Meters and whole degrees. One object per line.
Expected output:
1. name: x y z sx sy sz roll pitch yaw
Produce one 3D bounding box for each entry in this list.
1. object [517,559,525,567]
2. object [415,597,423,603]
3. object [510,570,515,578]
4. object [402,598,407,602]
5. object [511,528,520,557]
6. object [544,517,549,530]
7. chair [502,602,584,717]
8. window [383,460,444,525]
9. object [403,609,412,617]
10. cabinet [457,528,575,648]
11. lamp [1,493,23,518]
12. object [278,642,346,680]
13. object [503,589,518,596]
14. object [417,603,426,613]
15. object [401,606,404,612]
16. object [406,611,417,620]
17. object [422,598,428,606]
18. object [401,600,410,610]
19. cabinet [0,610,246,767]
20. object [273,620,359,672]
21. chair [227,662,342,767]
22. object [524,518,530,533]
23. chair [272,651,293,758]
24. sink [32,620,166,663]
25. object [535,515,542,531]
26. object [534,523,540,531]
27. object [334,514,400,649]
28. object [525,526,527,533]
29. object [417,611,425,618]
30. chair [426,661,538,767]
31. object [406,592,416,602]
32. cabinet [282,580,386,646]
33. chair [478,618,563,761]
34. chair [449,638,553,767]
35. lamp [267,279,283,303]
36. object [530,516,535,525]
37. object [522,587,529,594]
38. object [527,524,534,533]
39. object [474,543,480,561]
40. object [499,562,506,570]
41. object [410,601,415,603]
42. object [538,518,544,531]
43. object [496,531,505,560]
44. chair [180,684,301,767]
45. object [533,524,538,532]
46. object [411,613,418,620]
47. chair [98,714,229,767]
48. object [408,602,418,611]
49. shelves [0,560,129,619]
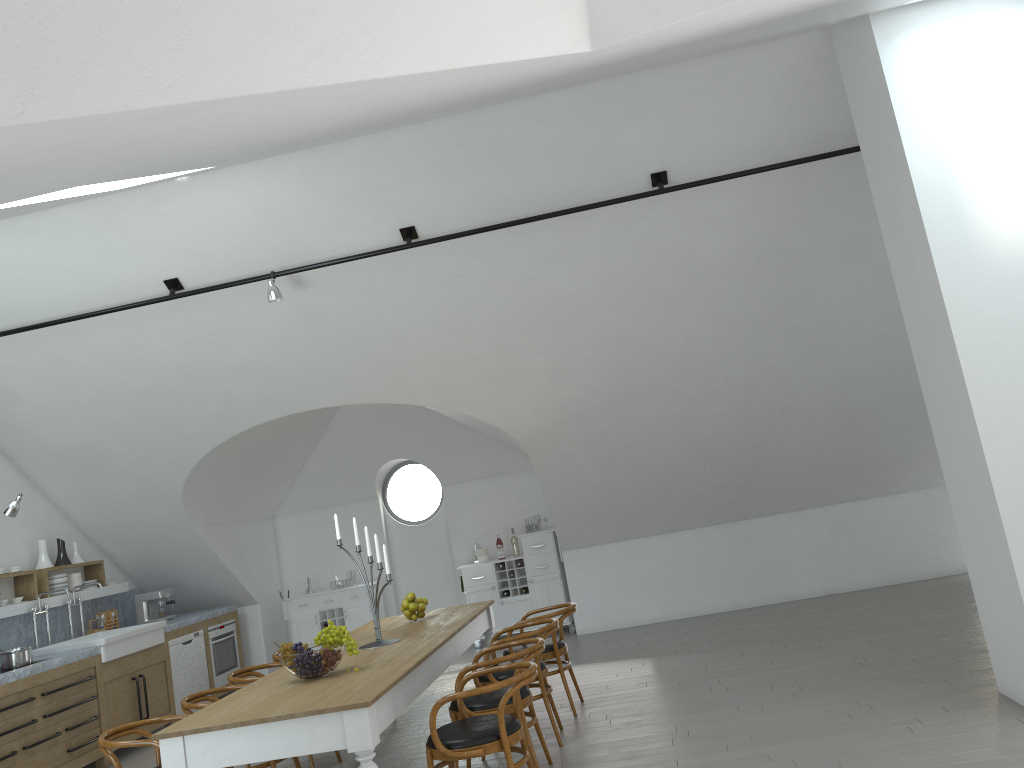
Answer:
1. object: 0.104 2.065 10.236 0.087 0.085 0.358 -11 -8 7
2. object: -0.686 1.607 6.555 0.058 0.057 0.053 -13 -9 21
3. object: 0.021 2.191 10.246 0.085 0.086 0.329 -11 -8 6
4. object: -0.787 1.625 6.617 0.062 0.060 0.062 -11 -8 7
5. object: 0.032 1.844 10.313 0.085 0.332 0.085 -4 -11 -34
6. object: 0.399 1.623 10.299 0.046 0.143 0.046 -13 -10 18
7. chair: 0.232 2.020 6.467 0.621 0.738 0.525 -12 -9 9
8. window: -1.218 1.355 11.068 0.899 0.904 0.060 -11 -9 6
9. object: -0.765 1.678 6.498 0.059 0.056 0.059 -10 -8 1
10. cabinet: 0.048 2.349 10.270 1.241 1.159 0.607 -11 -9 7
11. lamp: -3.882 0.952 6.904 0.169 0.177 0.112 -10 -9 -1
12. object: -1.059 1.494 4.753 0.360 0.160 0.358 -8 -8 -13
13. object: -0.015 2.395 10.220 0.156 0.086 0.330 -11 -8 8
14. object: -0.667 1.644 6.517 0.071 0.072 0.070 -6 -10 -28
15. object: -0.795 1.668 6.580 0.062 0.060 0.062 -12 -9 11
16. object: -0.747 1.709 6.566 0.080 0.074 0.078 -4 -11 -38
17. object: -0.654 1.624 6.600 0.063 0.064 0.062 -5 -10 -30
18. object: -0.781 1.629 6.530 0.066 0.071 0.072 -6 -9 -24
19. cabinet: -3.904 2.783 6.803 1.003 1.026 6.404 -11 -8 7
20. object: -1.048 1.426 4.746 0.394 0.285 0.291 -6 -10 -29
21. chair: -1.568 2.281 6.005 0.621 0.738 0.525 -12 -9 10
22. object: 0.185 1.649 10.290 0.048 0.170 0.048 -18 -12 39
23. chair: -1.457 2.357 6.713 0.621 0.738 0.525 -11 -9 3
24. sink: -3.694 2.362 7.974 0.727 0.203 1.017 -11 -8 7
25. object: 0.313 1.637 10.432 0.063 0.188 0.062 -9 -9 -7
26. object: 0.295 1.675 10.357 0.071 0.099 0.071 -12 -9 15
27. object: -0.936 1.240 5.761 0.266 0.879 0.770 -7 -9 -19
28. object: 0.205 1.694 10.358 0.093 0.094 0.094 -17 -11 39
29. object: -0.673 1.702 6.563 0.063 0.064 0.063 -13 -9 18
30. chair: -0.118 1.795 4.336 0.621 0.738 0.525 -12 -9 10
31. object: -0.746 1.577 6.559 0.072 0.075 0.072 -11 -8 7
32. cabinet: -2.041 2.799 10.313 1.134 0.793 0.495 -11 -9 7
33. chair: 0.063 1.956 5.766 0.621 0.738 0.525 -10 -9 2
34. chair: -0.055 1.881 5.054 0.621 0.738 0.525 -11 -9 7
35. lamp: -1.773 -0.700 6.615 0.113 0.176 0.114 -5 -10 -30
36. object: 0.251 1.650 10.421 0.054 0.180 0.054 -10 -9 1
37. object: 0.154 2.364 10.193 0.081 0.081 0.357 -11 -8 5
38. object: 0.215 1.666 10.209 0.082 0.106 0.081 -2 -12 -44
39. object: -0.417 2.000 10.563 0.115 0.210 0.065 -12 -9 9
40. object: -0.098 2.102 10.269 0.092 0.095 0.358 -11 -8 7
41. object: -0.740 1.630 6.591 0.053 0.051 0.052 -7 -9 -22
42. object: 0.331 1.632 10.275 0.046 0.143 0.046 -13 -10 18
43. object: -0.143 1.879 10.339 0.081 0.331 0.081 -11 -9 3
44. chair: -1.612 2.192 5.284 0.621 0.738 0.525 -11 -9 3
45. object: 0.257 1.679 10.283 0.077 0.085 0.077 -12 -9 14
46. object: -0.714 1.710 6.506 0.049 0.051 0.051 -12 -9 10
47. chair: -1.773 2.125 4.580 0.621 0.738 0.525 -11 -9 7
48. object: -0.722 1.629 6.486 0.071 0.064 0.072 -10 -8 0
49. shelves: -4.487 1.198 6.665 0.480 1.368 5.526 -10 -8 1
